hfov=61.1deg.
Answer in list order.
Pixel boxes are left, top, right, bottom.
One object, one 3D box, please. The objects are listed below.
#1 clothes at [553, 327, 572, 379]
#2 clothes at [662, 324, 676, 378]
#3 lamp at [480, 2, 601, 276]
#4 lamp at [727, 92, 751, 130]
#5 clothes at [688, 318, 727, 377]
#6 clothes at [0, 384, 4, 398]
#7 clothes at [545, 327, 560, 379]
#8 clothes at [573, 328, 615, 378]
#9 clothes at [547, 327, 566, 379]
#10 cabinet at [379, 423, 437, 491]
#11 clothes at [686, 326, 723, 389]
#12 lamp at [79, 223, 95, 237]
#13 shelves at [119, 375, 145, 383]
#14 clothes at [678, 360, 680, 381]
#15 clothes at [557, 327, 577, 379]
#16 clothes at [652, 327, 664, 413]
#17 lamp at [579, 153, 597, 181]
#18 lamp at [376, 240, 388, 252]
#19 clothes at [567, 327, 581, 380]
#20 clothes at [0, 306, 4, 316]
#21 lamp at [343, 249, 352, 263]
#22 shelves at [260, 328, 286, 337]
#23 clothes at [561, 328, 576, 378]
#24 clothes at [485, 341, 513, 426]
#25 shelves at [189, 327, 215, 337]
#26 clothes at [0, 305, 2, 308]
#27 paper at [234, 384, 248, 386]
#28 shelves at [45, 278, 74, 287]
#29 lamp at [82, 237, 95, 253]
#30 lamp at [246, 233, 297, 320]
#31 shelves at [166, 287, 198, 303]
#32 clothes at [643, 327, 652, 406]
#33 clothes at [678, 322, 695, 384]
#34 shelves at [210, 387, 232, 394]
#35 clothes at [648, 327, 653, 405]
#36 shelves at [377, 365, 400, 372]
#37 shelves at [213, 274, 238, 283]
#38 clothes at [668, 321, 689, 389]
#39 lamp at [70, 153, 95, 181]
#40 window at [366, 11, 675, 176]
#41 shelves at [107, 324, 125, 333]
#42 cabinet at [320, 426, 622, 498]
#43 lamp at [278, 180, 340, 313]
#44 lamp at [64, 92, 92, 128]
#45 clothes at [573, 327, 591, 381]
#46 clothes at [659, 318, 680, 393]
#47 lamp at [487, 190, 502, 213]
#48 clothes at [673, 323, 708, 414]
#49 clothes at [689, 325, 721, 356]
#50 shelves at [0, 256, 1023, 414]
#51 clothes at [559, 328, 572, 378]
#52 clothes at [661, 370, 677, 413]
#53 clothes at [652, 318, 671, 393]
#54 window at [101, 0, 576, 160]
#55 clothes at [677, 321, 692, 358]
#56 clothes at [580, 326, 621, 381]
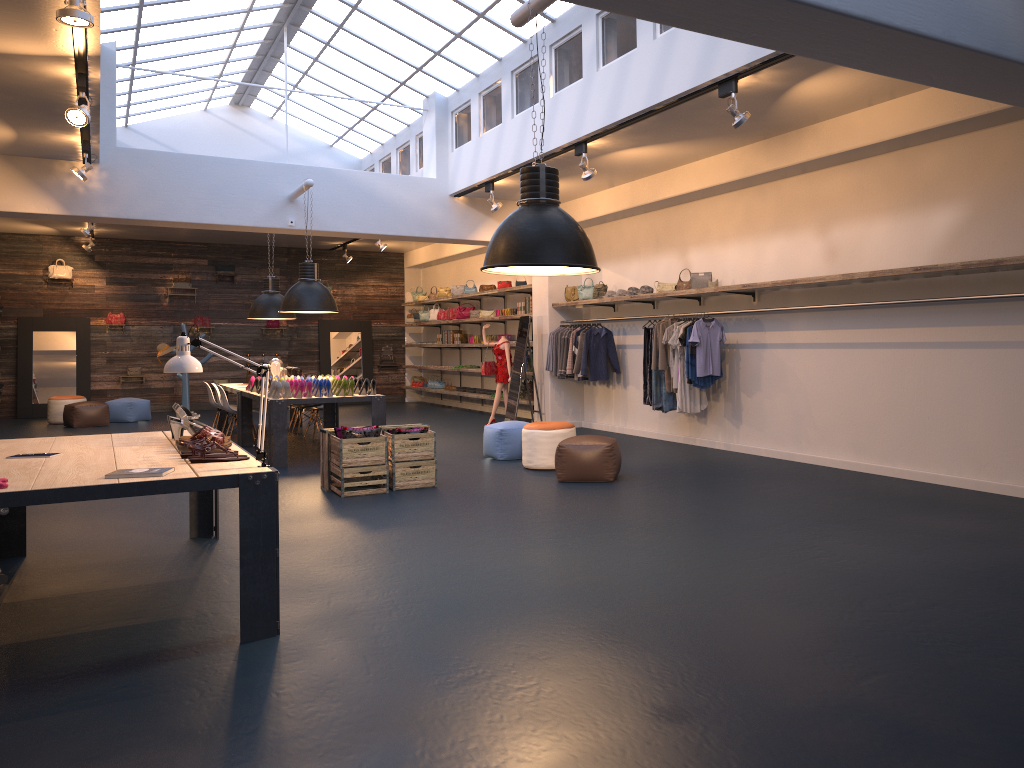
[{"bbox_3d":[0.876,-0.487,13.414,0.570,0.802,0.174,0,-1,-34],"label":"clothes"},{"bbox_3d":[2.108,-0.415,10.802,0.591,0.686,0.108,-1,-1,-31],"label":"clothes"},{"bbox_3d":[0.158,-1.481,5.092,0.650,1.649,0.749,-1,-1,31],"label":"lamp"},{"bbox_3d":[1.878,-2.267,7.256,0.232,0.328,0.187,0,0,15],"label":"lamp"},{"bbox_3d":[2.346,-0.438,10.310,0.591,0.700,0.114,-1,-1,-31],"label":"clothes"},{"bbox_3d":[-9.469,0.148,15.741,0.391,0.299,0.602,-1,2,-25],"label":"clothes"},{"bbox_3d":[0.760,-0.485,13.569,0.582,0.816,0.113,0,-1,-30],"label":"clothes"},{"bbox_3d":[1.212,-0.456,12.726,0.757,0.736,0.160,-1,-1,-31],"label":"clothes"},{"bbox_3d":[0.787,-0.483,13.512,0.582,0.816,0.113,0,-1,-30],"label":"clothes"},{"bbox_3d":[-0.986,0.677,8.142,0.506,0.549,0.516,-1,1,-28],"label":"cabinet"},{"bbox_3d":[2.305,-0.327,10.410,0.526,0.770,0.116,0,-1,-31],"label":"clothes"},{"bbox_3d":[-6.801,-2.490,13.905,0.232,0.328,0.187,0,0,15],"label":"lamp"},{"bbox_3d":[-7.614,-0.092,17.414,0.485,0.143,0.227,-2,2,-29],"label":"shelves"},{"bbox_3d":[2.173,-0.268,10.680,0.355,0.878,0.086,0,-1,-29],"label":"clothes"},{"bbox_3d":[0.941,-0.482,13.278,0.570,0.802,0.174,0,-1,-34],"label":"clothes"},{"bbox_3d":[1.888,-0.197,11.155,0.143,1.138,0.250,-1,-2,43],"label":"clothes"},{"bbox_3d":[0.827,-2.355,9.460,0.173,0.328,0.251,0,0,19],"label":"lamp"},{"bbox_3d":[-2.456,-2.629,16.344,0.232,0.328,0.187,0,0,15],"label":"lamp"},{"bbox_3d":[1.099,-0.457,12.958,0.726,0.797,0.162,-1,-1,-30],"label":"clothes"},{"bbox_3d":[-9.552,-1.304,15.908,0.374,0.299,0.288,-1,1,-22],"label":"clothes"},{"bbox_3d":[-3.523,-2.719,18.581,0.232,0.328,0.187,0,0,15],"label":"lamp"},{"bbox_3d":[-5.190,-1.116,18.877,0.532,0.184,0.187,-2,1,-30],"label":"shelves"},{"bbox_3d":[1.032,-0.465,13.062,0.704,0.755,0.119,-1,-1,-28],"label":"clothes"},{"bbox_3d":[-0.165,-0.011,14.147,0.499,1.387,0.319,0,-1,-41],"label":"clothes"},{"bbox_3d":[-6.462,-1.086,18.112,0.485,0.211,0.227,-1,1,-29],"label":"shelves"},{"bbox_3d":[-9.420,-1.293,15.632,0.378,0.299,0.284,-1,1,-28],"label":"clothes"},{"bbox_3d":[-3.985,0.012,13.050,0.352,0.014,0.683,-1,3,-17],"label":"paper"},{"bbox_3d":[-8.750,-1.960,16.810,0.485,0.157,0.227,-2,2,-29],"label":"shelves"},{"bbox_3d":[-7.860,-2.579,16.127,0.232,0.328,0.187,0,0,15],"label":"lamp"},{"bbox_3d":[-3.588,-1.795,12.947,0.687,1.649,0.712,0,-1,9],"label":"lamp"},{"bbox_3d":[-6.817,-1.826,17.928,0.600,0.317,0.227,-1,1,-30],"label":"shelves"},{"bbox_3d":[1.809,-0.230,11.413,0.247,1.049,0.137,0,-1,-29],"label":"clothes"},{"bbox_3d":[2.253,-0.376,10.494,0.602,0.752,0.128,0,-1,-28],"label":"clothes"},{"bbox_3d":[-6.116,0.133,18.276,0.485,0.157,0.227,-2,2,-29],"label":"shelves"},{"bbox_3d":[1.885,-0.221,11.291,0.247,1.049,0.137,0,-1,-29],"label":"clothes"},{"bbox_3d":[-2.875,-0.361,20.181,0.485,0.157,0.227,-2,2,-29],"label":"shelves"},{"bbox_3d":[-6.068,-2.228,18.377,0.485,0.179,0.227,-2,2,-29],"label":"shelves"},{"bbox_3d":[2.147,-0.361,10.727,0.548,0.832,0.131,0,-1,-27],"label":"clothes"},{"bbox_3d":[-4.593,-2.306,9.285,0.168,0.328,0.258,-1,0,33],"label":"lamp"},{"bbox_3d":[-2.625,-3.577,10.942,4.816,0.652,10.498,-2,3,-26],"label":"window"},{"bbox_3d":[-7.883,-1.103,17.286,0.327,0.157,0.227,-1,2,-29],"label":"shelves"},{"bbox_3d":[-0.328,0.669,8.193,2.936,0.548,0.709,-1,1,-16],"label":"cabinet"},{"bbox_3d":[-2.498,-1.704,10.666,0.757,1.649,0.641,0,-1,-37],"label":"lamp"},{"bbox_3d":[-3.480,-2.223,7.036,0.169,0.315,0.267,-1,0,27],"label":"lamp"},{"bbox_3d":[1.141,-0.444,12.864,0.607,0.795,0.114,0,-1,-29],"label":"clothes"},{"bbox_3d":[2.048,-0.359,10.928,0.562,0.948,0.170,0,-1,-33],"label":"clothes"},{"bbox_3d":[-0.248,-2.444,11.705,0.242,0.328,0.179,0,0,-1],"label":"lamp"},{"bbox_3d":[2.204,-0.192,10.630,0.538,1.111,0.120,0,-1,-31],"label":"clothes"},{"bbox_3d":[2.283,-0.515,10.385,0.491,0.371,0.128,-1,0,-31],"label":"clothes"},{"bbox_3d":[-2.755,-0.371,11.218,9.282,2.229,15.621,-2,3,-27],"label":"shelves"},{"bbox_3d":[0.992,-0.469,13.144,0.704,0.755,0.119,-1,-1,-28],"label":"clothes"},{"bbox_3d":[1.989,-0.197,11.139,0.219,1.138,0.219,0,-1,-20],"label":"clothes"},{"bbox_3d":[2.008,-0.363,11.023,0.562,0.948,0.170,0,-1,-33],"label":"clothes"},{"bbox_3d":[-1.228,-4.403,7.971,4.651,0.838,17.407,-2,3,-26],"label":"window"},{"bbox_3d":[2.234,-0.471,10.551,0.560,0.587,0.072,-1,-1,-30],"label":"clothes"},{"bbox_3d":[1.276,-0.442,12.591,0.726,0.797,0.162,-1,-1,-30],"label":"clothes"}]
